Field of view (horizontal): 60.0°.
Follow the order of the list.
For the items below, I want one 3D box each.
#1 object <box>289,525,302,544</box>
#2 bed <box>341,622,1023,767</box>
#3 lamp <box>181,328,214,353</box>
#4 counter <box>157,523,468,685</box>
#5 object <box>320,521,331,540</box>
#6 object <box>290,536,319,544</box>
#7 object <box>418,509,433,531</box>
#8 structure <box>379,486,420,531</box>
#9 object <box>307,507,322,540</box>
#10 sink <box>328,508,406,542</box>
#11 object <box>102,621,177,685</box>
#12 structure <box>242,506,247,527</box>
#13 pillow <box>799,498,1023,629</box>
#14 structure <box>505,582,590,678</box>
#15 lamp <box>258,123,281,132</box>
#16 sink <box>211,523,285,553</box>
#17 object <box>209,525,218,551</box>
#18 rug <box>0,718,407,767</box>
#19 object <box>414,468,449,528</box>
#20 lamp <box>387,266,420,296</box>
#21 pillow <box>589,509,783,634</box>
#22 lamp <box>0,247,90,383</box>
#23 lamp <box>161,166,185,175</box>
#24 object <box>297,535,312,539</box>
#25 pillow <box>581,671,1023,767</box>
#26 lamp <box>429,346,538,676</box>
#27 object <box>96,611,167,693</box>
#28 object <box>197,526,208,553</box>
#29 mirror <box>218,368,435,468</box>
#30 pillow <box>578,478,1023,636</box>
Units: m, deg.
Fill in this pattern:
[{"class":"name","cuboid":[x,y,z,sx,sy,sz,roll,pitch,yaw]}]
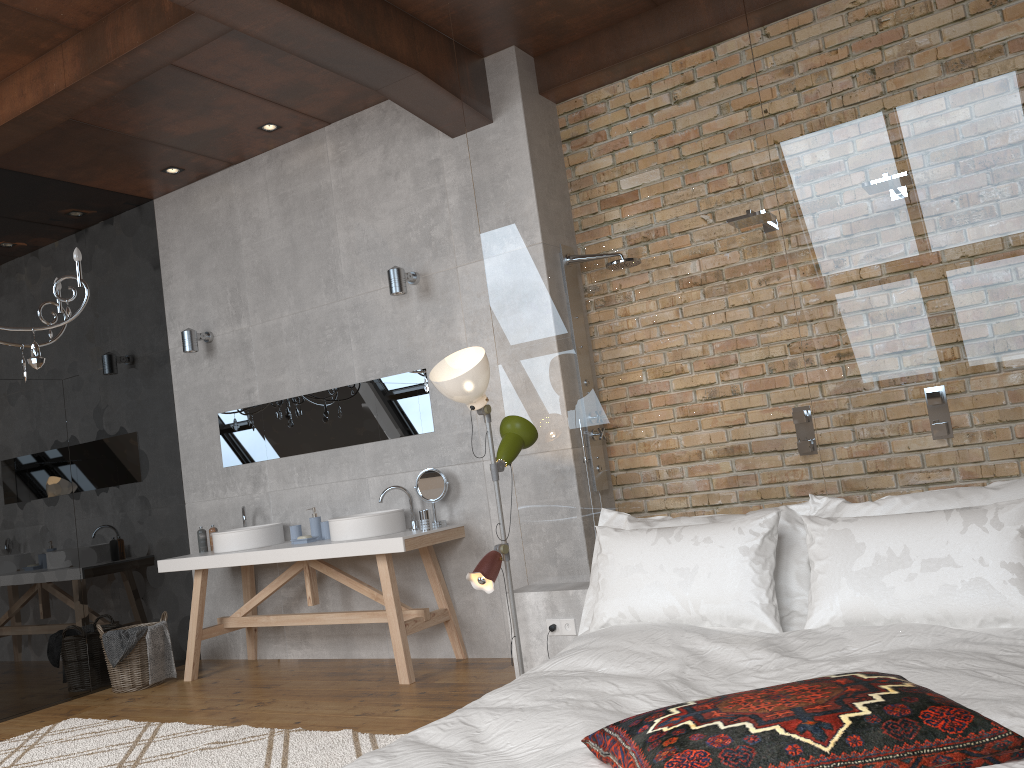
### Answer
[{"class":"object","cuboid":[-1.327,0.925,5.455,0.075,0.108,0.075,-6,-6,-23]},{"class":"bed","cuboid":[0.729,0.950,2.227,2.300,0.442,2.169,-11,-6,31]},{"class":"lamp","cuboid":[-2.177,-0.303,6.153,0.101,0.168,0.243,-11,-6,31]},{"class":"counter","cuboid":[-1.200,1.341,5.368,2.011,0.765,0.630,-11,-6,31]},{"class":"object","cuboid":[-1.130,0.895,5.425,0.075,0.108,0.075,-4,-7,-38]},{"class":"object","cuboid":[-1.250,0.945,5.350,0.147,0.031,0.100,-11,-6,33]},{"class":"object","cuboid":[-0.480,0.755,4.912,0.073,0.111,0.073,-10,-6,23]},{"class":"structure","cuboid":[-0.637,0.722,5.178,0.242,0.268,0.141,-10,-6,26]},{"class":"object","cuboid":[-1.216,0.865,5.491,0.076,0.201,0.076,-10,-6,24]},{"class":"sink","cuboid":[-0.839,0.818,5.150,0.442,0.128,0.445,-7,-5,-5]},{"class":"object","cuboid":[-2.371,1.700,5.561,0.378,0.361,0.357,-12,-6,36]},{"class":"structure","cuboid":[-1.782,0.945,5.880,0.242,0.268,0.141,-12,-6,36]},{"class":"pillow","cuboid":[1.290,0.588,2.808,0.748,0.385,0.291,-11,-6,31]},{"class":"structure","cuboid":[1.241,0.951,3.307,2.820,0.494,0.206,-11,-6,31]},{"class":"lamp","cuboid":[-1.525,-1.626,5.582,0.115,0.027,0.113,-11,-6,31]},{"class":"sink","cuboid":[-1.683,0.982,5.667,0.445,0.128,0.442,-9,-5,13]},{"class":"object","cuboid":[-1.990,1.027,5.924,0.058,0.172,0.058,-9,-5,17]},{"class":"rug","cuboid":[-1.564,1.586,3.357,3.139,0.019,1.726,-11,-6,31]},{"class":"object","cuboid":[-0.453,0.653,5.086,0.192,0.338,0.118,-7,-5,-13]},{"class":"lamp","cuboid":[-0.631,-0.604,5.206,0.101,0.168,0.243,-11,-6,31]},{"class":"pillow","cuboid":[0.618,0.695,3.218,0.744,0.397,0.276,-11,-6,31]},{"class":"lamp","cuboid":[-2.738,-0.794,3.931,1.409,1.594,1.409,-4,-6,-36]},{"class":"lamp","cuboid":[-2.324,-1.471,6.071,0.115,0.027,0.113,-11,-6,31]},{"class":"object","cuboid":[-1.251,0.931,5.351,0.084,0.035,0.067,-11,-6,33]},{"class":"pillow","cuboid":[0.547,0.700,1.751,0.748,0.157,0.453,-7,-5,-9]},{"class":"lamp","cuboid":[-0.054,0.625,3.805,0.270,1.582,0.561,-11,-6,28]},{"class":"object","cuboid":[-2.381,1.696,5.609,0.393,0.432,0.393,-10,-6,23]},{"class":"object","cuboid":[-2.053,1.032,5.881,0.058,0.172,0.058,-9,-5,10]},{"class":"mirror","cuboid":[-1.254,0.244,5.702,1.838,0.377,0.007,-11,-6,31]},{"class":"pillow","cuboid":[1.049,0.636,3.150,1.746,0.517,0.358,-11,-6,30]}]
